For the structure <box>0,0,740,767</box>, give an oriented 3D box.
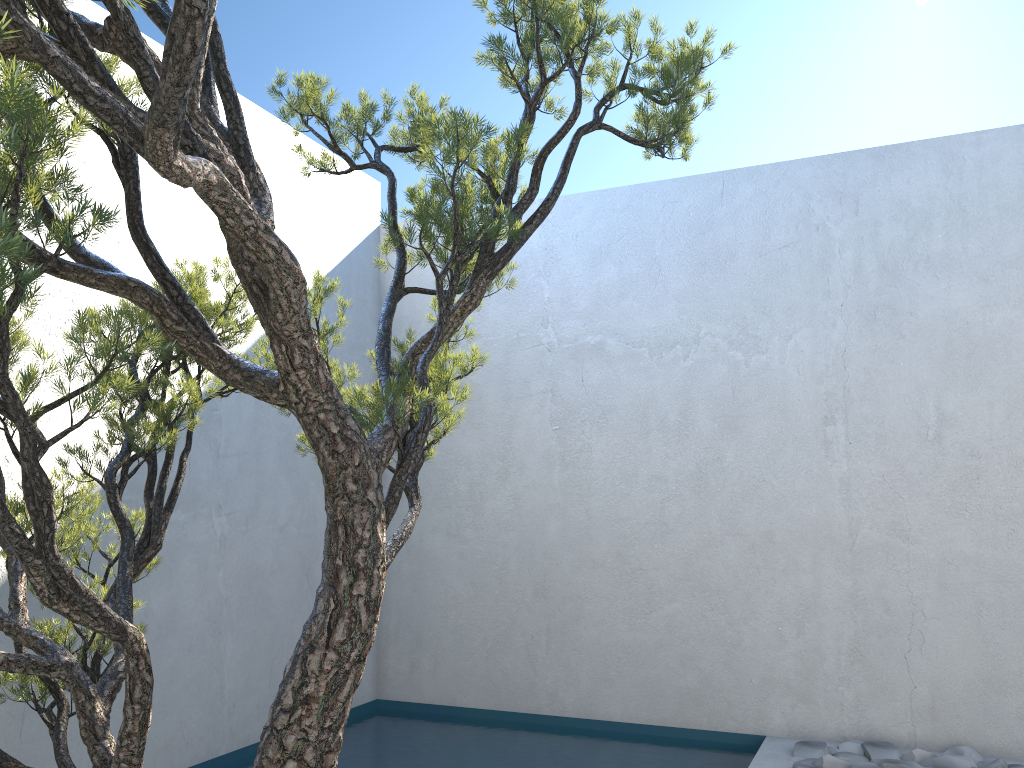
[{"bbox_3d":[-0.775,-0.161,1.794,2.588,3.448,2.535,-2,-6,17],"label":"structure"}]
